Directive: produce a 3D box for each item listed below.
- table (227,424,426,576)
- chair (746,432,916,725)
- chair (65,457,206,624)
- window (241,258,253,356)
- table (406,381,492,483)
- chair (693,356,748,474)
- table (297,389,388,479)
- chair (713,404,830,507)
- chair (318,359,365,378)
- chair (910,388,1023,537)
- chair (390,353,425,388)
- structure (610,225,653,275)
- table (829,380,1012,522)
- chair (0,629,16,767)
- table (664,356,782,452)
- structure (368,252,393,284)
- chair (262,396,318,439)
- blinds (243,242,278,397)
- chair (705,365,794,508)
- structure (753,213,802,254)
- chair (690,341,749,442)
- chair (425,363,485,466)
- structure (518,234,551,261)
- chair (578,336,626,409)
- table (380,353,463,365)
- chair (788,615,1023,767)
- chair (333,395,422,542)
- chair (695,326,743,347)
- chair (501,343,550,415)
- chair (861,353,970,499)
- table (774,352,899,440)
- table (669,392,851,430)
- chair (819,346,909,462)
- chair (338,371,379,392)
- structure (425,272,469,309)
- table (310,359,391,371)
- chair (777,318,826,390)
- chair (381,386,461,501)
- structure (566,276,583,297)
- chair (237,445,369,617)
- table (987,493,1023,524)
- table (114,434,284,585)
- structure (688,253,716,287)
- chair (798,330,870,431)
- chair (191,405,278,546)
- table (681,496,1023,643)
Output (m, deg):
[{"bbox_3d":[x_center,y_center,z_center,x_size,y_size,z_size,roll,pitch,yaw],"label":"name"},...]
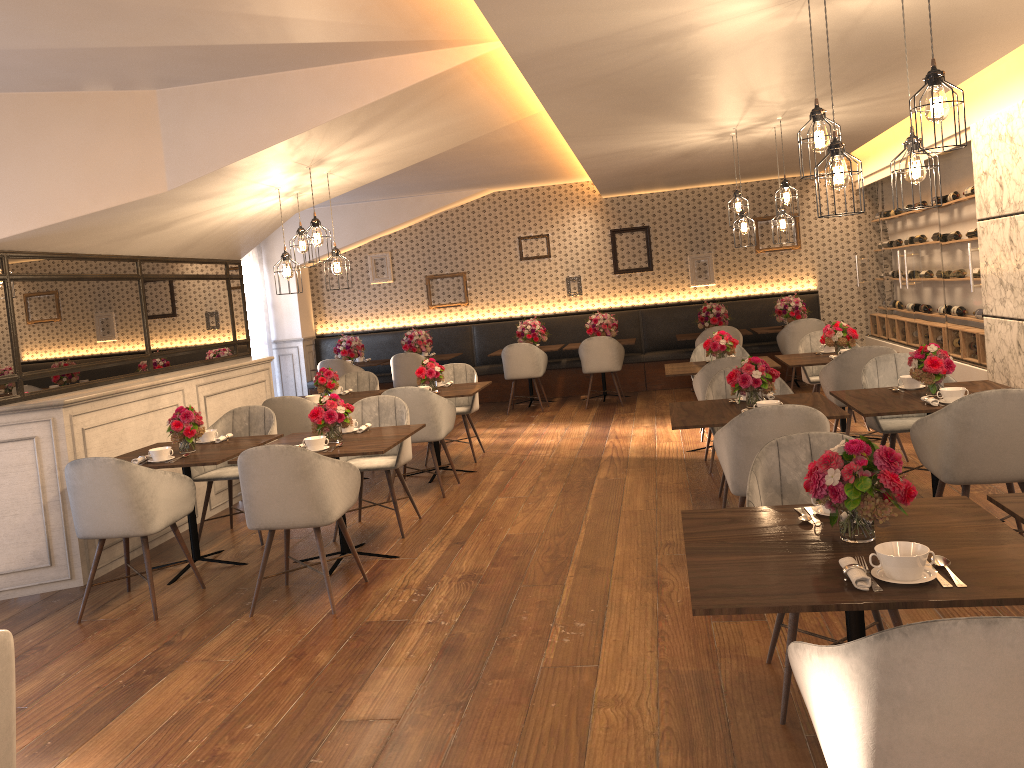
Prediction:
[{"bbox_3d":[-1.025,0.697,5.269,0.895,0.719,0.900,-5,5,10],"label":"table"},{"bbox_3d":[1.121,0.644,3.112,0.564,0.870,0.528,-5,4,10],"label":"chair"},{"bbox_3d":[-2.044,0.772,4.755,0.564,0.870,0.528,-5,4,10],"label":"chair"},{"bbox_3d":[-4.173,0.150,5.334,0.494,2.381,14.588,-5,6,6],"label":"window"},{"bbox_3d":[-0.656,0.419,7.560,0.895,0.719,0.900,-5,5,10],"label":"table"},{"bbox_3d":[1.697,0.201,6.788,0.564,0.870,0.528,-5,4,10],"label":"chair"},{"bbox_3d":[-1.599,0.492,7.717,0.895,0.719,0.900,-5,5,10],"label":"table"},{"bbox_3d":[1.304,0.496,4.347,0.564,0.870,0.528,-5,4,10],"label":"chair"},{"bbox_3d":[-2.176,0.089,11.327,0.564,0.870,0.528,-5,4,10],"label":"chair"},{"bbox_3d":[2.247,0.423,4.190,0.564,0.870,0.528,-5,4,10],"label":"chair"},{"bbox_3d":[-1.233,0.016,11.170,0.564,0.870,0.528,-5,4,10],"label":"chair"},{"bbox_3d":[1.651,-1.843,12.213,0.543,0.630,0.035,-5,3,9],"label":"structure"},{"bbox_3d":[2.323,0.421,4.861,0.895,0.719,0.900,-5,5,10],"label":"table"},{"bbox_3d":[-1.378,1.006,1.939,0.526,0.870,0.567,-5,4,10],"label":"chair"},{"bbox_3d":[1.773,0.198,7.460,0.895,0.719,0.900,-5,5,10],"label":"table"},{"bbox_3d":[-1.902,-1.676,12.791,0.340,0.439,0.035,-5,3,9],"label":"structure"},{"bbox_3d":[-1.675,0.495,7.045,0.564,0.870,0.528,-5,4,10],"label":"chair"},{"bbox_3d":[-3.488,-0.814,12.263,0.133,2.691,0.621,-5,3,10],"label":"blinds"},{"bbox_3d":[1.530,0.337,5.653,0.564,0.870,0.528,-5,4,10],"label":"chair"},{"bbox_3d":[3.559,-2.023,11.886,0.600,0.484,0.032,-5,3,9],"label":"structure"},{"bbox_3d":[1.923,0.041,8.095,0.564,0.870,0.528,-5,4,10],"label":"chair"},{"bbox_3d":[-0.552,0.265,8.202,0.564,0.870,0.528,-5,4,10],"label":"chair"},{"bbox_3d":[0.317,-1.916,12.427,0.448,0.344,0.016,-5,3,9],"label":"structure"},{"bbox_3d":[1.101,-0.165,10.781,0.564,0.870,0.528,-5,4,10],"label":"chair"},{"bbox_3d":[-1.157,0.014,11.842,0.895,0.719,0.900,-5,5,10],"label":"table"},{"bbox_3d":[0.895,0.804,1.806,0.564,0.870,0.528,-5,4,10],"label":"chair"},{"bbox_3d":[-0.921,0.543,5.912,0.564,0.870,0.528,-5,4,10],"label":"chair"},{"bbox_3d":[2.493,-0.273,10.550,0.564,0.870,0.528,-5,4,10],"label":"chair"},{"bbox_3d":[0.158,-0.092,10.938,0.564,0.870,0.528,-5,4,10],"label":"chair"},{"bbox_3d":[2.473,0.263,5.496,0.564,0.870,0.528,-5,4,10],"label":"chair"},{"bbox_3d":[2.716,0.125,7.303,0.895,0.719,0.900,-5,5,10],"label":"table"},{"bbox_3d":[1.381,0.494,5.018,0.895,0.719,0.900,-5,5,10],"label":"table"},{"bbox_3d":[2.640,0.127,6.631,0.564,0.870,0.528,-5,4,10],"label":"chair"},{"bbox_3d":[-1.495,0.338,8.359,0.564,0.870,0.528,-5,4,10],"label":"chair"},{"bbox_3d":[-0.929,-1.334,12.654,0.600,0.484,0.032,-5,3,9],"label":"structure"},{"bbox_3d":[-2.100,0.087,11.998,0.895,0.719,0.900,-5,5,10],"label":"table"},{"bbox_3d":[3.436,-0.346,10.393,0.564,0.870,0.528,-5,4,10],"label":"chair"},{"bbox_3d":[-0.732,0.421,6.888,0.564,0.870,0.528,-5,4,10],"label":"chair"},{"bbox_3d":[0.870,-1.363,12.370,0.216,0.277,0.018,-5,3,9],"label":"structure"},{"bbox_3d":[-1.101,0.699,4.598,0.564,0.870,0.528,-5,4,10],"label":"chair"},{"bbox_3d":[1.914,0.729,2.321,0.895,0.719,0.900,-5,5,10],"label":"table"},{"bbox_3d":[-1.968,0.770,5.427,0.895,0.719,0.900,-5,5,10],"label":"table"},{"bbox_3d":[2.588,-1.553,12.073,0.340,0.439,0.035,-5,3,9],"label":"structure"},{"bbox_3d":[2.866,-0.032,7.938,0.564,0.870,0.528,-5,4,10],"label":"chair"},{"bbox_3d":[-1.864,0.616,6.069,0.564,0.870,0.528,-5,4,10],"label":"chair"},{"bbox_3d":[0.971,0.802,2.478,0.895,0.719,0.900,-5,5,10],"label":"table"}]
